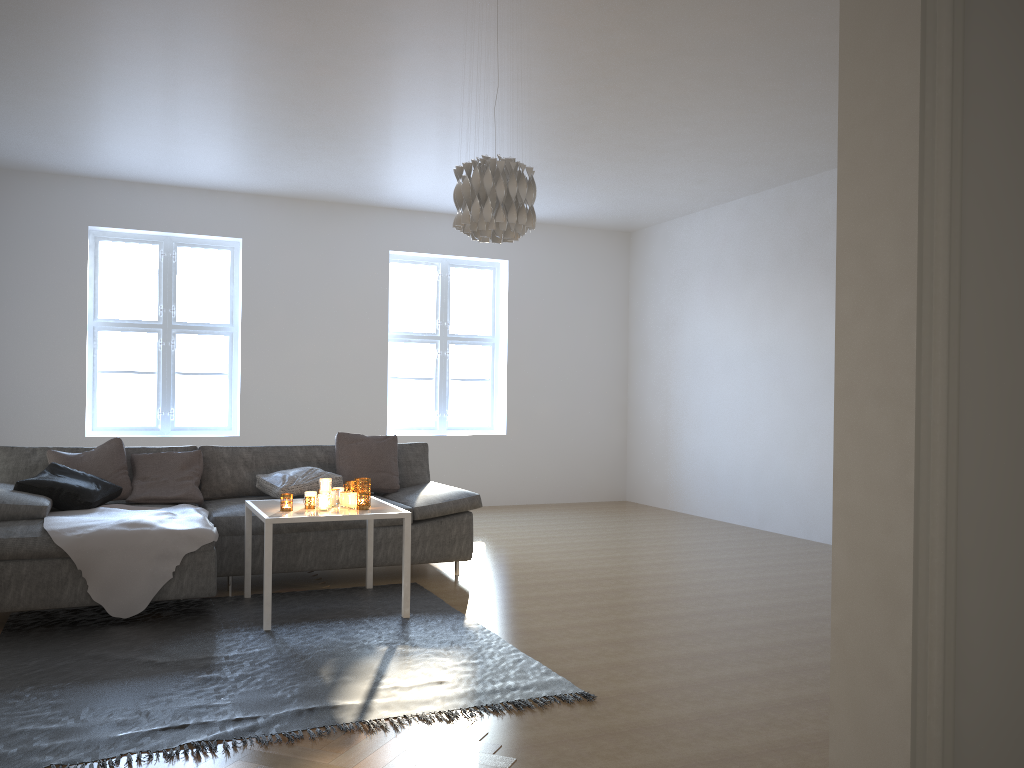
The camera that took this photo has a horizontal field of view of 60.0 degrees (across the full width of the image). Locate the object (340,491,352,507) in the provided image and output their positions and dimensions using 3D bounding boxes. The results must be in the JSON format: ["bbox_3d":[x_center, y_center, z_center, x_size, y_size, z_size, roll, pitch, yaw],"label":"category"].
[{"bbox_3d":[-0.824,0.572,4.393,0.060,0.073,0.060,1,0,-35],"label":"object"}]

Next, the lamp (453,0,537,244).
[{"bbox_3d":[-0.068,-1.146,3.786,0.355,1.065,0.354,1,0,19],"label":"lamp"}]

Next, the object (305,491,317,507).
[{"bbox_3d":[-0.993,0.569,4.373,0.060,0.073,0.060,1,0,1],"label":"object"}]

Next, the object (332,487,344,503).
[{"bbox_3d":[-0.898,0.574,4.583,0.060,0.073,0.060,1,0,28],"label":"object"}]

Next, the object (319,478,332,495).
[{"bbox_3d":[-0.902,0.496,4.292,0.060,0.073,0.060,1,0,-8],"label":"object"}]

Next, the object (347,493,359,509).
[{"bbox_3d":[-0.778,0.572,4.348,0.060,0.073,0.060,1,0,-35],"label":"object"}]

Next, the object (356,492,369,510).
[{"bbox_3d":[-0.723,0.569,4.303,0.060,0.079,0.060,1,0,-34],"label":"object"}]

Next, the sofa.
[{"bbox_3d":[-1.499,0.754,4.987,2.632,0.772,1.555,1,-1,-24],"label":"sofa"}]

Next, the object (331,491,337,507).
[{"bbox_3d":[-0.900,0.571,4.405,0.060,0.073,0.060,1,0,22],"label":"object"}]

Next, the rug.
[{"bbox_3d":[-1.032,1.087,3.643,2.015,0.055,2.111,1,-1,-24],"label":"rug"}]

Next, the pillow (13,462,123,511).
[{"bbox_3d":[-2.333,0.551,4.682,0.401,0.248,0.421,1,-1,-3],"label":"pillow"}]

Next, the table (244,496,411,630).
[{"bbox_3d":[-0.934,0.859,4.403,0.675,0.504,0.715,1,-1,-24],"label":"table"}]

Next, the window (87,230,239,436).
[{"bbox_3d":[-2.989,-0.414,7.642,1.201,1.709,0.077,1,0,-24],"label":"window"}]

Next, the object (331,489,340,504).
[{"bbox_3d":[-0.906,0.573,4.516,0.060,0.073,0.060,1,0,1],"label":"object"}]

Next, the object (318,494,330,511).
[{"bbox_3d":[-0.904,0.569,4.260,0.060,0.073,0.060,1,0,-44],"label":"object"}]

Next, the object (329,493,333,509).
[{"bbox_3d":[-0.907,0.570,4.326,0.060,0.073,0.060,1,0,-44],"label":"object"}]

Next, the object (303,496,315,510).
[{"bbox_3d":[-0.980,0.576,4.296,0.052,0.058,0.050,1,0,36],"label":"object"}]

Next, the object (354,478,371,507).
[{"bbox_3d":[-0.742,0.540,4.411,0.090,0.140,0.087,1,0,37],"label":"object"}]

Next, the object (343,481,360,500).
[{"bbox_3d":[-0.829,0.560,4.611,0.080,0.104,0.080,1,0,-34],"label":"object"}]

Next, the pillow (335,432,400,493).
[{"bbox_3d":[-0.924,0.504,5.684,0.426,0.390,0.242,1,0,-23],"label":"pillow"}]

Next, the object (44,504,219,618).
[{"bbox_3d":[-1.879,0.846,4.342,0.812,0.437,0.725,1,-1,-25],"label":"object"}]

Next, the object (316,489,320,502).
[{"bbox_3d":[-0.977,0.575,4.551,0.054,0.068,0.047,1,0,26],"label":"object"}]

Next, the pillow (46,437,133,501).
[{"bbox_3d":[-2.392,0.508,5.041,0.430,0.403,0.324,1,0,-36],"label":"pillow"}]

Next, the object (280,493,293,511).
[{"bbox_3d":[-1.072,0.563,4.219,0.060,0.079,0.060,1,0,-29],"label":"object"}]

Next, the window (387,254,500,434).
[{"bbox_3d":[-0.692,-0.366,8.652,1.201,1.709,0.077,1,0,-24],"label":"window"}]

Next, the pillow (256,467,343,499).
[{"bbox_3d":[-1.270,0.601,5.309,0.404,0.194,0.406,1,-1,-37],"label":"pillow"}]

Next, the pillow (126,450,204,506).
[{"bbox_3d":[-2.007,0.545,5.149,0.414,0.311,0.337,1,0,-18],"label":"pillow"}]
